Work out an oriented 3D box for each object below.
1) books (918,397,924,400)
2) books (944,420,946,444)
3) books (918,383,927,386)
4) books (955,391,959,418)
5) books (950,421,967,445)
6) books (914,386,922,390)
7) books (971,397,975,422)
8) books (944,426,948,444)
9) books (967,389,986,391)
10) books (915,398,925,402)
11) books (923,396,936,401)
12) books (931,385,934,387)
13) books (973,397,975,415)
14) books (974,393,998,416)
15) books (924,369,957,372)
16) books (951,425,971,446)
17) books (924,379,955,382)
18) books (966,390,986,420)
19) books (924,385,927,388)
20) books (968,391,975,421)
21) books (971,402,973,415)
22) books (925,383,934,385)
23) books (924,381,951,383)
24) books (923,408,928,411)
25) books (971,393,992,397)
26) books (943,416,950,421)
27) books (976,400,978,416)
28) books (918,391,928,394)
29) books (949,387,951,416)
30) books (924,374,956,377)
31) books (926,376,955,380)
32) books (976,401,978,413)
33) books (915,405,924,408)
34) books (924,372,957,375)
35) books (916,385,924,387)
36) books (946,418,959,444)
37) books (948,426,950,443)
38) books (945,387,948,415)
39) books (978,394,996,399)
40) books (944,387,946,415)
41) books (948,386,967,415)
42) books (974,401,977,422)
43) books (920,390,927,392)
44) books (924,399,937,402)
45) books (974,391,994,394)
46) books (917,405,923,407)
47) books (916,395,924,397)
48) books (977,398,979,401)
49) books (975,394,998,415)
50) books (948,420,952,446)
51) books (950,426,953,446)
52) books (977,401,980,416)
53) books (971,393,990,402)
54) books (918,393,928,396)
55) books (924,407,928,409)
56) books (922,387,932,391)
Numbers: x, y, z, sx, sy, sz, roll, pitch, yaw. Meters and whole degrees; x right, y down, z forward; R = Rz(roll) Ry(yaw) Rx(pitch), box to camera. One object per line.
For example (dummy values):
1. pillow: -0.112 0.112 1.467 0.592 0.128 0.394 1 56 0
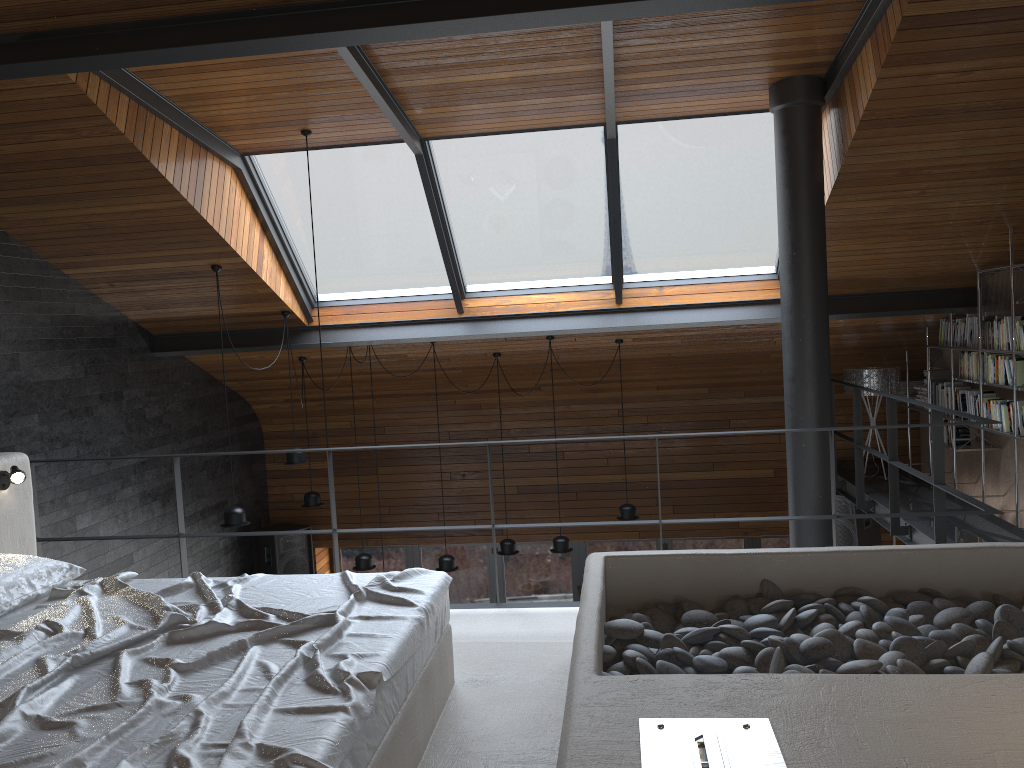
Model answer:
1. books: 3.834 0.121 8.060 0.234 0.016 0.182 -2 4 12
2. books: 3.709 0.402 7.495 0.111 0.198 0.008 -3 3 7
3. books: 3.835 -0.001 8.073 0.206 0.012 0.161 -3 3 7
4. books: 3.661 0.165 7.210 0.137 0.215 0.014 -3 3 7
5. books: 3.708 0.404 7.337 0.137 0.216 0.049 -3 3 7
6. books: 3.824 0.032 8.071 0.268 0.025 0.176 -3 3 7
7. books: 3.626 0.197 6.856 0.127 0.200 0.046 -3 3 7
8. books: 3.712 0.413 7.486 0.112 0.177 0.009 -3 3 7
9. books: 3.699 0.164 7.044 0.143 0.236 0.062 -3 3 7
10. books: 3.829 0.143 8.077 0.240 0.028 0.180 -3 3 -3
11. books: 3.773 0.121 7.788 0.258 0.028 0.180 -2 4 13
12. books: 3.779 0.008 7.785 0.222 0.012 0.160 -2 4 13
13. books: 3.632 0.197 6.844 0.127 0.200 0.046 -3 3 7
14. books: 3.657 0.184 6.825 0.177 0.217 0.046 -3 3 7
15. books: 3.773 -0.117 7.801 0.228 0.016 0.182 -3 3 7
16. books: 3.705 0.416 7.322 0.138 0.191 0.049 -3 3 7
17. books: 3.764 -0.035 7.779 0.228 0.016 0.182 -3 3 7
18. books: 3.678 0.168 7.016 0.148 0.233 0.053 -3 3 7
19. books: 3.768 0.021 7.792 0.254 0.012 0.158 -2 4 19
20. books: 3.673 0.171 6.968 0.148 0.233 0.053 -3 3 7
21. books: 3.642 0.193 6.895 0.127 0.200 0.046 -3 3 7
22. books: 3.766 -0.004 7.803 0.201 0.012 0.161 -3 3 7
23. books: 3.758 -0.018 7.795 0.208 0.017 0.167 -3 3 7
24. books: 3.778 0.223 7.807 0.252 0.016 0.182 -2 4 13
25. books: 3.657 0.185 6.872 0.171 0.218 0.047 -3 3 7
26. books: 3.717 0.385 7.506 0.122 0.230 0.017 -3 3 7
27. books: 3.621 0.210 6.782 0.117 0.182 0.044 -3 3 7
28. books: 3.835 0.072 8.079 0.206 0.012 0.161 -3 3 -3
29. books: 3.717 0.143 7.375 0.148 0.234 0.013 -3 3 7
30. books: 3.766 -0.081 7.793 0.216 0.021 0.174 -3 3 7
31. books: 3.786 -0.057 7.776 0.234 0.028 0.180 -3 3 7
32. books: 3.614 0.214 6.772 0.112 0.176 0.039 -3 3 7
33. books: 3.830 0.202 8.094 0.234 0.016 0.182 -3 3 7
34. books: 3.767 -0.100 7.792 0.228 0.016 0.182 -3 3 7
35. books: 3.821 0.012 8.080 0.231 0.012 0.159 -2 4 12
36. books: 3.730 0.395 7.439 0.155 0.215 0.055 -3 3 7
37. books: 3.720 0.404 7.422 0.123 0.203 0.054 -3 3 7
38. books: 3.719 0.138 7.441 0.148 0.234 0.013 -3 3 7
39. books: 3.611 0.191 6.725 0.122 0.230 0.057 -3 3 7
40. books: 3.715 0.138 7.455 0.148 0.234 0.013 -3 3 7
41. books: 3.724 0.137 7.405 0.146 0.240 0.023 -3 3 7
42. books: 3.626 0.213 6.830 0.119 0.171 0.044 -3 3 7
43. books: 3.845 0.060 8.079 0.208 0.013 0.161 -2 4 12
44. books: 3.782 0.142 7.788 0.258 0.016 0.181 -3 4 9
45. books: 3.699 0.172 6.930 0.148 0.233 0.053 -3 3 7
46. books: 3.834 0.187 8.076 0.234 0.016 0.182 -3 3 2
47. books: 3.832 0.106 8.059 0.234 0.016 0.182 -3 3 -3
48. books: 3.616 0.204 6.764 0.111 0.197 0.043 -3 3 7
49. books: 3.641 0.188 6.796 0.161 0.222 0.055 -3 3 7
50. books: 3.715 0.401 7.392 0.133 0.218 0.051 -3 3 7
51. books: 3.710 0.408 7.351 0.131 0.205 0.051 -3 3 7
52. books: 3.606 0.217 6.745 0.111 0.174 0.041 -3 3 7
53. books: 3.658 0.184 6.882 0.164 0.217 0.048 -3 3 7
54. books: 3.842 0.088 8.070 0.213 0.017 0.167 -3 3 2
55. books: 3.779 0.208 7.789 0.247 0.016 0.182 -3 3 7
56. books: 3.769 0.041 7.783 0.288 0.025 0.175 -2 4 13
